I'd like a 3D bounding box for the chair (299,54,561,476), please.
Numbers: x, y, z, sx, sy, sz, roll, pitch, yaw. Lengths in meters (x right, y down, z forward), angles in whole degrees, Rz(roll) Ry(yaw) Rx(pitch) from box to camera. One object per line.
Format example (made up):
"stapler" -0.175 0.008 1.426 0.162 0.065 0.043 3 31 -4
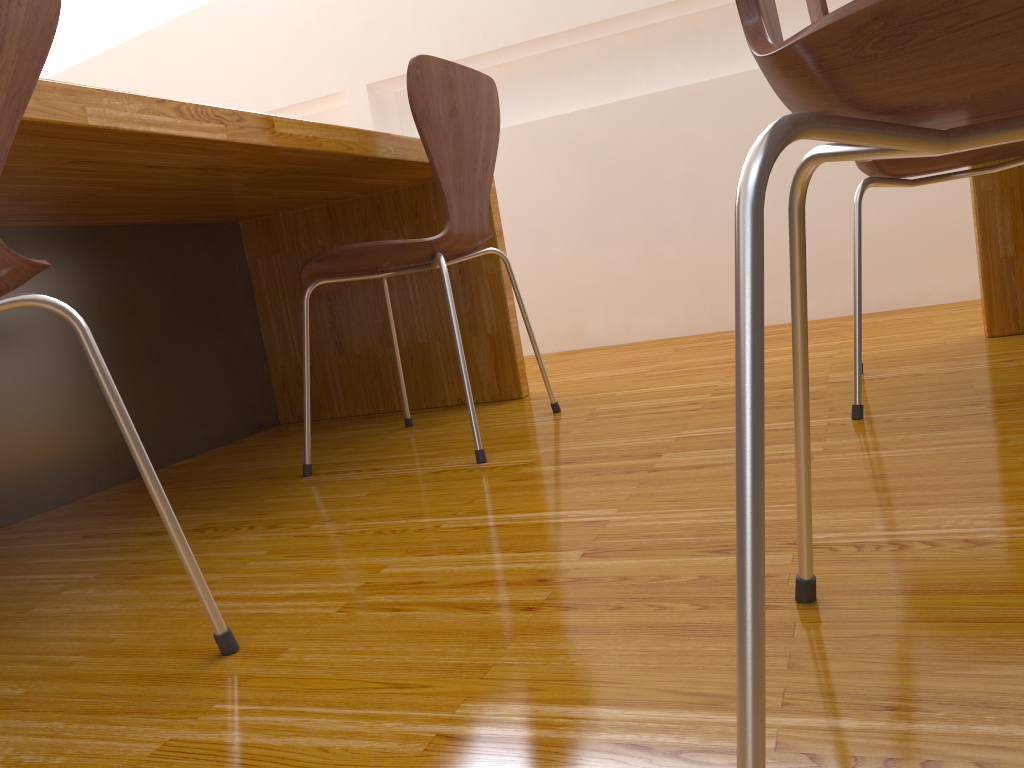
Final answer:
"chair" -0.199 -0.222 1.733 0.381 0.693 0.428 -6 8 23

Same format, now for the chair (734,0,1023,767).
"chair" 0.285 -0.136 0.457 0.381 0.693 0.428 -6 8 23

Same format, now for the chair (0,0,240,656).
"chair" -0.568 -0.024 0.695 0.381 0.693 0.428 -6 8 23

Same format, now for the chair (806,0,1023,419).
"chair" 0.720 -0.340 1.454 0.381 0.693 0.428 -6 8 23

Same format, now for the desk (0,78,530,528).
"desk" -0.897 0.043 0.940 0.760 0.606 3.356 -6 8 23

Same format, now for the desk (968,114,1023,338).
"desk" 1.033 0.020 0.268 1.248 1.022 3.216 -6 8 23
